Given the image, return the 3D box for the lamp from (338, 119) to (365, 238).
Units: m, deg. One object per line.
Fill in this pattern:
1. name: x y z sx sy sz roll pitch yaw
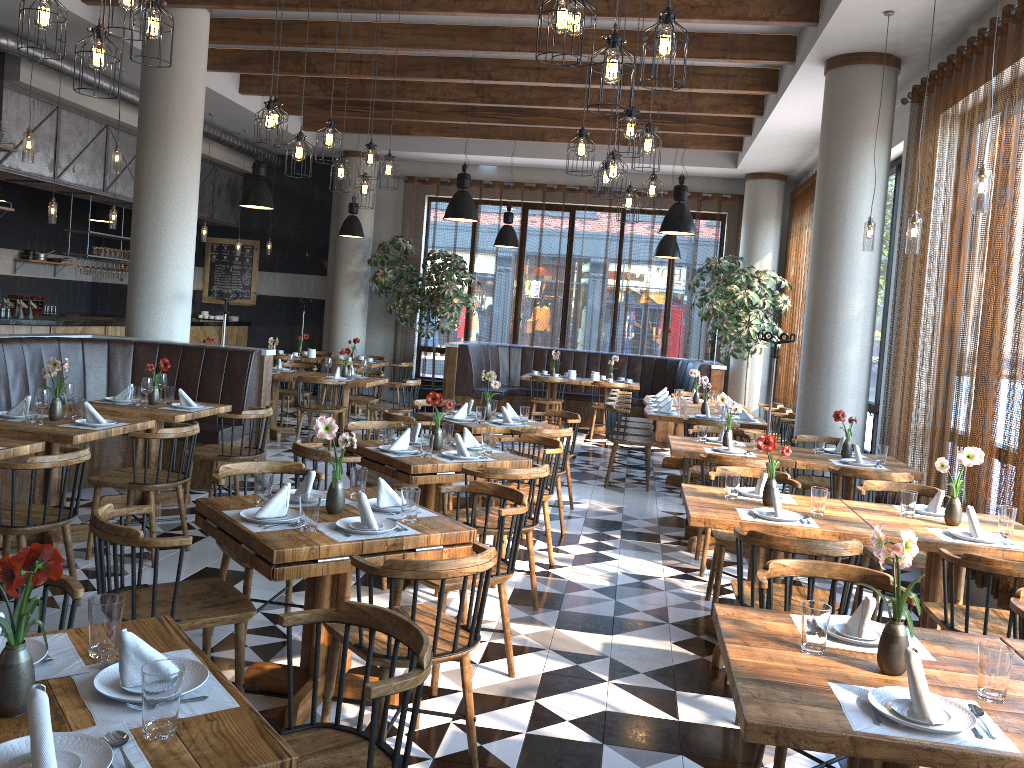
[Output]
1. lamp: -2.291 -3.092 13.000 0.390 1.862 0.391 3 3 -35

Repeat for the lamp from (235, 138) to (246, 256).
1. lamp: -4.053 -2.902 13.305 0.078 1.961 0.078 6 2 37

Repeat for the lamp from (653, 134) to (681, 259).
1. lamp: 2.242 -2.694 12.361 0.391 1.862 0.390 5 2 20

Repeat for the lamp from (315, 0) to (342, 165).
1. lamp: -1.209 -2.577 6.160 0.175 2.068 0.175 6 2 35

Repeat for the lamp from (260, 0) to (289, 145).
1. lamp: -1.576 -2.702 6.109 0.175 2.068 0.175 4 2 -21

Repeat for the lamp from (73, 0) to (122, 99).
1. lamp: -1.761 -2.313 3.887 0.175 2.068 0.175 4 2 -9

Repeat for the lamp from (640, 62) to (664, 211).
1. lamp: 1.233 -2.480 7.330 0.175 2.068 0.175 3 3 -39

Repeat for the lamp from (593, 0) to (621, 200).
1. lamp: 0.830 -2.543 7.176 0.175 2.068 0.175 4 2 -17

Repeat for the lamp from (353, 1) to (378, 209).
1. lamp: -1.217 -2.565 7.688 0.175 2.068 0.175 5 2 26

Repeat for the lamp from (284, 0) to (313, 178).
1. lamp: -1.385 -2.449 6.018 0.175 2.068 0.175 4 2 -21

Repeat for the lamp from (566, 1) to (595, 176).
1. lamp: 0.524 -2.418 5.824 0.175 2.068 0.175 4 2 -6

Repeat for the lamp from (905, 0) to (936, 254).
1. lamp: 2.566 -1.789 5.486 0.078 1.961 0.078 3 3 -42

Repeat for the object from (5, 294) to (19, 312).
1. object: -7.626 -1.232 13.504 0.189 0.257 0.070 5 2 10

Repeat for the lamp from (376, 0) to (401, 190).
1. lamp: -0.999 -2.717 7.618 0.175 2.068 0.175 5 2 15

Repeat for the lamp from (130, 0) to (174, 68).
1. lamp: -1.543 -2.475 3.945 0.175 2.068 0.175 4 2 -20

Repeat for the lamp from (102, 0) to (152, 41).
1. lamp: -1.562 -2.517 3.736 0.175 2.068 0.175 4 2 -9

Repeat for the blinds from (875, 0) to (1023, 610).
1. blinds: 2.781 -0.485 3.992 0.160 3.574 7.278 5 4 8

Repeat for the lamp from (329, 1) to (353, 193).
1. lamp: -1.427 -2.714 7.706 0.175 2.068 0.175 4 2 -7

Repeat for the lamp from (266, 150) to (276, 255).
1. lamp: -3.889 -3.081 14.399 0.078 1.961 0.078 6 3 40

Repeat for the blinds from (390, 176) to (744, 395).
1. blinds: 0.796 -1.448 14.468 5.545 3.576 0.155 5 2 8

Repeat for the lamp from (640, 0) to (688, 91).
1. lamp: 0.681 -2.228 3.519 0.175 2.068 0.175 3 2 -31

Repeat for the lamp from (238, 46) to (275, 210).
1. lamp: -2.753 -2.878 9.766 0.390 1.862 0.391 4 2 -15

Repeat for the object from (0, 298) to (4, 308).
1. object: -7.569 -1.172 13.102 0.105 0.208 0.106 3 3 -37

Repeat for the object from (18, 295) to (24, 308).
1. object: -7.609 -1.240 13.625 0.189 0.257 0.070 5 2 10

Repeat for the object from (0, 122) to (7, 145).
1. object: -5.417 -2.636 9.292 0.173 0.268 0.189 6 3 26

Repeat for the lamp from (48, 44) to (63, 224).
1. lamp: -4.657 -2.627 9.080 0.078 1.961 0.078 6 3 40

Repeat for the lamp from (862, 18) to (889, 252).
1. lamp: 2.731 -1.967 6.580 0.078 1.961 0.078 4 2 -16

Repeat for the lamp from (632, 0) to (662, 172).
1. lamp: 0.950 -2.421 5.728 0.175 2.068 0.175 5 2 16

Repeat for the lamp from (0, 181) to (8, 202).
1. lamp: -6.644 -2.823 11.328 0.391 0.936 0.390 6 3 40

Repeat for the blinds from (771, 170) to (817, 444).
1. blinds: 3.925 -1.013 11.962 0.155 3.576 3.203 5 3 8

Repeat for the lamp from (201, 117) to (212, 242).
1. lamp: -4.196 -2.945 12.240 0.078 1.961 0.078 5 2 15

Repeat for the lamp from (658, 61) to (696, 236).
1. lamp: 1.779 -2.480 9.127 0.390 1.862 0.391 4 2 -15

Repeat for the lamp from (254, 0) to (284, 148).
1. lamp: -1.558 -2.628 5.904 0.175 2.068 0.175 3 2 -33

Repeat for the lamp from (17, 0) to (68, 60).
1. lamp: -1.945 -2.450 3.775 0.175 2.068 0.175 3 3 -42

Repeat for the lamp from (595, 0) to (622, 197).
1. lamp: 0.868 -2.612 7.380 0.175 2.068 0.175 4 2 -6

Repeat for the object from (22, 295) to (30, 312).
1. object: -7.591 -1.248 13.746 0.189 0.257 0.070 5 2 5

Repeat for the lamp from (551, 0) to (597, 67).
1. lamp: 0.328 -2.363 3.624 0.175 2.068 0.175 4 2 2

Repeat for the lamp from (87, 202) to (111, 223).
1. lamp: -6.310 -2.978 13.660 0.390 0.936 0.391 2 3 -40

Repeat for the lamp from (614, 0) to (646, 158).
1. lamp: 0.815 -2.477 5.572 0.175 2.068 0.175 5 2 27

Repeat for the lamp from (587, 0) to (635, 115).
1. lamp: 0.461 -2.109 3.456 0.175 2.068 0.175 4 2 2

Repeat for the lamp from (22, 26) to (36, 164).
1. lamp: -3.518 -2.620 6.540 0.078 1.961 0.078 3 3 -42

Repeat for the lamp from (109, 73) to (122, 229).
1. lamp: -4.503 -2.754 10.118 0.078 1.961 0.078 4 2 -6

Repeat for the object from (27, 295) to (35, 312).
1. object: -7.574 -1.256 13.867 0.189 0.257 0.070 5 2 10

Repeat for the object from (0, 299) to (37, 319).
1. object: -5.756 -0.857 10.024 0.421 0.203 0.599 5 4 8

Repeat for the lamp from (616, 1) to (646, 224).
1. lamp: 1.025 -2.358 7.237 0.175 2.068 0.175 4 2 -6

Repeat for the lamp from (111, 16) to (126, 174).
1. lamp: -3.353 -2.798 7.634 0.078 1.961 0.078 4 2 -16

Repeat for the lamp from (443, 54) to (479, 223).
1. lamp: -0.474 -2.678 9.444 0.390 1.862 0.391 4 2 -5

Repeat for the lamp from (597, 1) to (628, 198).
1. lamp: 0.734 -2.269 5.802 0.175 2.068 0.175 5 2 27

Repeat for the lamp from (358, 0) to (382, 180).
1. lamp: -1.132 -2.772 7.459 0.175 2.068 0.175 5 2 26

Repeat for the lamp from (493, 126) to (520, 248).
1. lamp: -0.013 -2.892 12.679 0.390 1.862 0.391 5 2 10

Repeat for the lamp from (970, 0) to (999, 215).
1. lamp: 2.423 -1.832 4.420 0.078 1.961 0.078 5 2 15

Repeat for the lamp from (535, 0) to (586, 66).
1. lamp: 0.260 -2.297 3.428 0.175 2.068 0.175 4 2 -9
